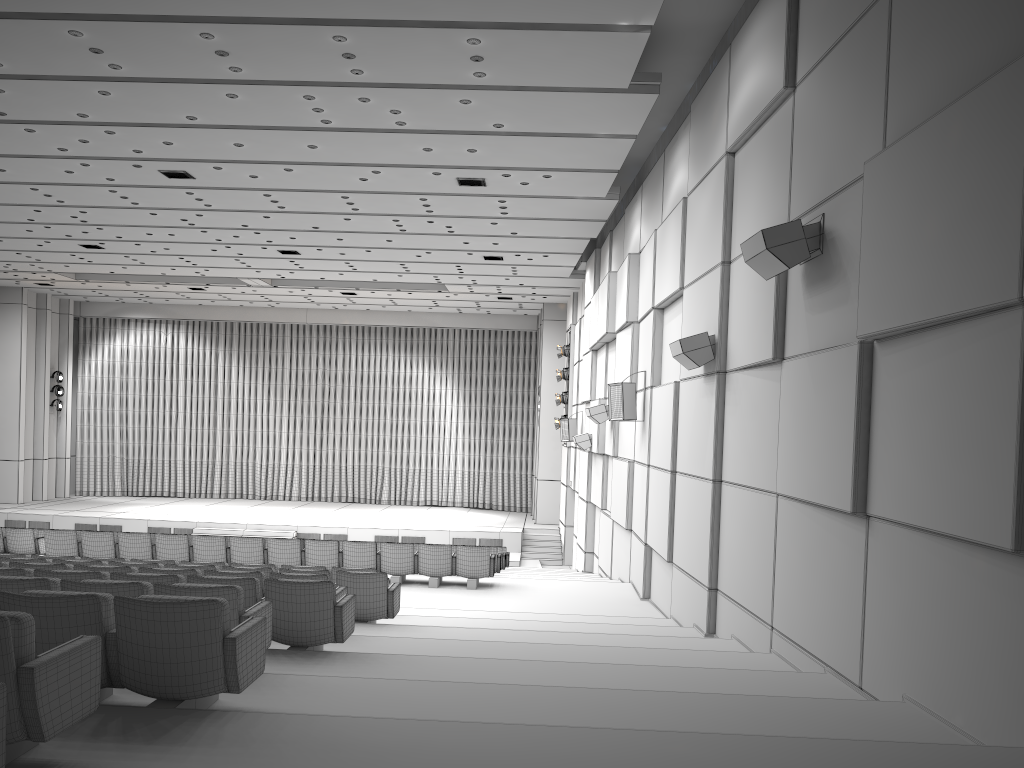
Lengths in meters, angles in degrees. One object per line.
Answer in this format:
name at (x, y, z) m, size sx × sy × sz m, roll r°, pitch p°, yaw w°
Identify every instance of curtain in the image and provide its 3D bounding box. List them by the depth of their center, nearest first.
curtain at (-6.858, 0.878, 30.687) m, size 16.129 × 6.525 × 1.428 m, roll 2°, pitch 1°, yaw 2°

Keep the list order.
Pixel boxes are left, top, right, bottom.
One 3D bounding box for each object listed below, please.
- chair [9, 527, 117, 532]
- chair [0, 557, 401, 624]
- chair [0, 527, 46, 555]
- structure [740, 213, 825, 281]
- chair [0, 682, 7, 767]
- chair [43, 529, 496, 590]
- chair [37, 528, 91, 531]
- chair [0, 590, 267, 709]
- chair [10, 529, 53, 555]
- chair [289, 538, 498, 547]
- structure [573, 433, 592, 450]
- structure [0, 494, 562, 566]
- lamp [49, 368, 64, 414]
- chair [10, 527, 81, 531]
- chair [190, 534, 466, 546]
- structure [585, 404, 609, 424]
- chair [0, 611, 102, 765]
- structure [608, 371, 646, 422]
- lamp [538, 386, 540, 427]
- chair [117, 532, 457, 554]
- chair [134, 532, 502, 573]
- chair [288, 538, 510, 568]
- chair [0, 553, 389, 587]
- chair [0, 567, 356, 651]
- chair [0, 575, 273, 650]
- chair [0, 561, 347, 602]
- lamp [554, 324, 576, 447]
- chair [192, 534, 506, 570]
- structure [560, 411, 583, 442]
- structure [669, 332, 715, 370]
chair at (-11.242, 3.711, 21.019) m, size 6.049 × 0.622 × 0.612 m, roll 2°, pitch -1°, yaw 2°
chair at (-8.001, 1.884, 8.850) m, size 13.749 × 0.622 × 0.612 m, roll 2°, pitch -1°, yaw 2°
chair at (-11.456, 2.686, 15.501) m, size 6.599 × 0.622 × 0.612 m, roll 2°, pitch -1°, yaw 2°
structure at (2.005, -1.020, 6.590) m, size 0.471 × 0.418 × 0.520 m, roll 2°, pitch -1°, yaw -2°
chair at (-8.195, 0.656, 2.235) m, size 13.749 × 0.622 × 0.612 m, roll 2°, pitch -1°, yaw 2°
chair at (-3.554, 2.541, 13.031) m, size 6.600 × 0.622 × 0.612 m, roll 2°, pitch -1°, yaw 2°
chair at (-11.342, 3.300, 18.808) m, size 6.049 × 0.622 × 0.612 m, roll 2°, pitch -1°, yaw 2°
chair at (-8.130, 1.066, 4.440) m, size 13.749 × 0.622 × 0.612 m, roll 2°, pitch -1°, yaw 2°
chair at (-11.406, 2.891, 16.603) m, size 6.049 × 0.622 × 0.612 m, roll 2°, pitch -1°, yaw 2°
chair at (-3.276, 3.975, 20.753) m, size 6.049 × 0.622 × 0.612 m, roll 2°, pitch -1°, yaw 2°
structure at (1.513, 1.170, 18.464) m, size 0.471 × 0.417 × 0.520 m, roll 2°, pitch -1°, yaw -1°
structure at (-7.047, 4.411, 27.631) m, size 17.818 × 0.846 × 8.321 m, roll 2°, pitch -3°, yaw 2°
lamp at (-14.805, 0.228, 28.721) m, size 0.436 × 1.479 × 0.385 m, roll 2°, pitch 1°, yaw 6°
chair at (-11.391, 3.095, 17.706) m, size 6.599 × 0.622 × 0.612 m, roll 2°, pitch -1°, yaw 2°
chair at (-3.440, 3.155, 16.338) m, size 6.049 × 0.622 × 0.612 m, roll 2°, pitch -1°, yaw 2°
structure at (1.577, 0.513, 15.918) m, size 0.471 × 0.417 × 0.520 m, roll 2°, pitch -1°, yaw -2°
chair at (-8.189, 0.860, 3.338) m, size 13.199 × 0.622 × 0.612 m, roll 2°, pitch -1°, yaw 2°
structure at (1.669, 0.175, 12.825) m, size 0.411 × 0.745 × 0.408 m, roll 2°, pitch 1°, yaw -41°
lamp at (0.997, 0.694, 27.000) m, size 0.436 × 1.479 × 0.385 m, roll 2°, pitch 1°, yaw -2°
chair at (-3.504, 2.746, 14.133) m, size 6.049 × 0.622 × 0.612 m, roll 2°, pitch -1°, yaw 2°
chair at (-3.489, 2.950, 15.236) m, size 6.599 × 0.622 × 0.612 m, roll 2°, pitch -1°, yaw 2°
chair at (-3.360, 3.768, 19.646) m, size 6.599 × 0.622 × 0.612 m, roll 2°, pitch -1°, yaw 2°
chair at (-7.996, 2.088, 9.954) m, size 13.199 × 0.622 × 0.612 m, roll 2°, pitch -1°, yaw 2°
chair at (-8.066, 1.475, 6.645) m, size 13.749 × 0.622 × 0.612 m, roll 2°, pitch -1°, yaw 2°
chair at (-8.125, 1.269, 5.543) m, size 13.199 × 0.622 × 0.612 m, roll 2°, pitch -1°, yaw 2°
chair at (-8.060, 1.678, 7.749) m, size 13.199 × 0.622 × 0.612 m, roll 2°, pitch -1°, yaw 2°
lamp at (1.569, 0.067, 24.409) m, size 0.755 × 3.343 × 1.021 m, roll 2°, pitch 1°, yaw -2°
chair at (-3.425, 3.359, 17.441) m, size 6.599 × 0.622 × 0.612 m, roll 2°, pitch -1°, yaw 2°
structure at (1.437, 1.022, 21.228) m, size 0.411 × 0.745 × 0.408 m, roll 2°, pitch 1°, yaw -41°
structure at (1.904, -0.364, 9.130) m, size 0.471 × 0.417 × 0.520 m, roll 2°, pitch -1°, yaw -1°
